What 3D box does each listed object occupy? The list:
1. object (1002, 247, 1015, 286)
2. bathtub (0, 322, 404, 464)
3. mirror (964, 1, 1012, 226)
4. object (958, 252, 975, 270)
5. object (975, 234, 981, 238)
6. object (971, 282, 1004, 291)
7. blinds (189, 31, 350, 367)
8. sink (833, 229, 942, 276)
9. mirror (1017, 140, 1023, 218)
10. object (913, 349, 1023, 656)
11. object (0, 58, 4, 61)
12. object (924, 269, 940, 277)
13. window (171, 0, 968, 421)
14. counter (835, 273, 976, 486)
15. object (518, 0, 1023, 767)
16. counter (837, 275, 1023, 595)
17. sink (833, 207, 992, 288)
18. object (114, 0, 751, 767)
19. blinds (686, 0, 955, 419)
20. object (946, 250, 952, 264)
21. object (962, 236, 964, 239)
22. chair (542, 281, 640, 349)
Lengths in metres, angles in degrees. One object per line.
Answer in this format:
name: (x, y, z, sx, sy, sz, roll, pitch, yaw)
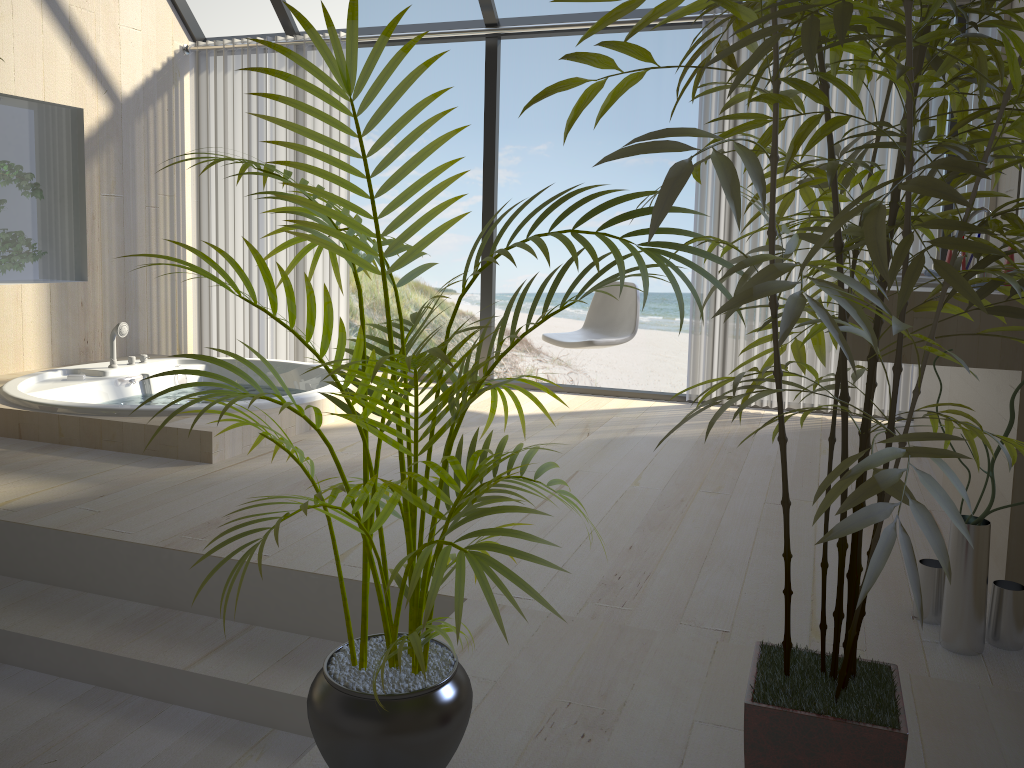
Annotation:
object: (1.263, -0.301, 2.248, 0.039, 0.134, 0.039, -2, 7, -29)
bathtub: (-1.720, 0.066, 4.446, 1.823, 0.694, 1.657, 4, 9, 19)
mirror: (1.901, -1.072, 3.552, 0.023, 0.863, 0.657, 3, 7, 19)
object: (1.684, -0.439, 3.282, 0.059, 0.099, 0.059, 5, 7, 26)
object: (1.696, -0.477, 3.266, 0.012, 0.174, 0.054, -4, 8, -45)
object: (1.198, -0.246, 2.205, 0.032, 0.029, 0.105, -3, 10, -30)
blinds: (-1.528, -1.136, 5.616, 1.184, 2.058, 0.084, 4, 6, 20)
sink: (1.629, -0.489, 3.759, 0.505, 0.416, 0.577, 5, 9, 23)
mirror: (1.577, -0.923, 2.572, 0.023, 0.863, 0.657, 3, 7, 19)
object: (1.128, 0.222, 1.957, 0.407, 0.744, 0.275, 2, 6, 7)
object: (-2.556, -0.610, 3.418, 0.790, 1.746, 0.938, 8, 9, 44)
object: (1.604, -0.418, 3.336, 0.032, 0.029, 0.105, -3, 10, -30)
window: (-0.045, -1.323, 4.856, 4.566, 2.796, 0.749, 4, 7, 19)
counter: (1.675, -0.080, 3.816, 0.551, 0.785, 1.212, 4, 8, 19)
object: (0.506, -0.173, 1.143, 0.790, 1.746, 0.938, 8, 9, 44)
counter: (1.268, 0.092, 2.685, 0.551, 0.785, 1.212, 4, 8, 19)
sink: (1.222, -0.317, 2.628, 0.505, 0.416, 0.577, 5, 9, 23)
object: (-0.219, 0.060, 1.383, 0.752, 1.150, 0.921, -4, 9, -37)
blinds: (1.536, -0.890, 4.531, 1.184, 2.058, 0.084, 4, 6, 20)
object: (1.670, -0.472, 3.379, 0.039, 0.134, 0.039, -1, 6, -22)
object: (1.659, -0.479, 3.262, 0.050, 0.177, 0.012, -2, 7, -31)
chair: (0.429, -0.358, 4.605, 0.455, 0.345, 0.371, -6, 10, -42)
